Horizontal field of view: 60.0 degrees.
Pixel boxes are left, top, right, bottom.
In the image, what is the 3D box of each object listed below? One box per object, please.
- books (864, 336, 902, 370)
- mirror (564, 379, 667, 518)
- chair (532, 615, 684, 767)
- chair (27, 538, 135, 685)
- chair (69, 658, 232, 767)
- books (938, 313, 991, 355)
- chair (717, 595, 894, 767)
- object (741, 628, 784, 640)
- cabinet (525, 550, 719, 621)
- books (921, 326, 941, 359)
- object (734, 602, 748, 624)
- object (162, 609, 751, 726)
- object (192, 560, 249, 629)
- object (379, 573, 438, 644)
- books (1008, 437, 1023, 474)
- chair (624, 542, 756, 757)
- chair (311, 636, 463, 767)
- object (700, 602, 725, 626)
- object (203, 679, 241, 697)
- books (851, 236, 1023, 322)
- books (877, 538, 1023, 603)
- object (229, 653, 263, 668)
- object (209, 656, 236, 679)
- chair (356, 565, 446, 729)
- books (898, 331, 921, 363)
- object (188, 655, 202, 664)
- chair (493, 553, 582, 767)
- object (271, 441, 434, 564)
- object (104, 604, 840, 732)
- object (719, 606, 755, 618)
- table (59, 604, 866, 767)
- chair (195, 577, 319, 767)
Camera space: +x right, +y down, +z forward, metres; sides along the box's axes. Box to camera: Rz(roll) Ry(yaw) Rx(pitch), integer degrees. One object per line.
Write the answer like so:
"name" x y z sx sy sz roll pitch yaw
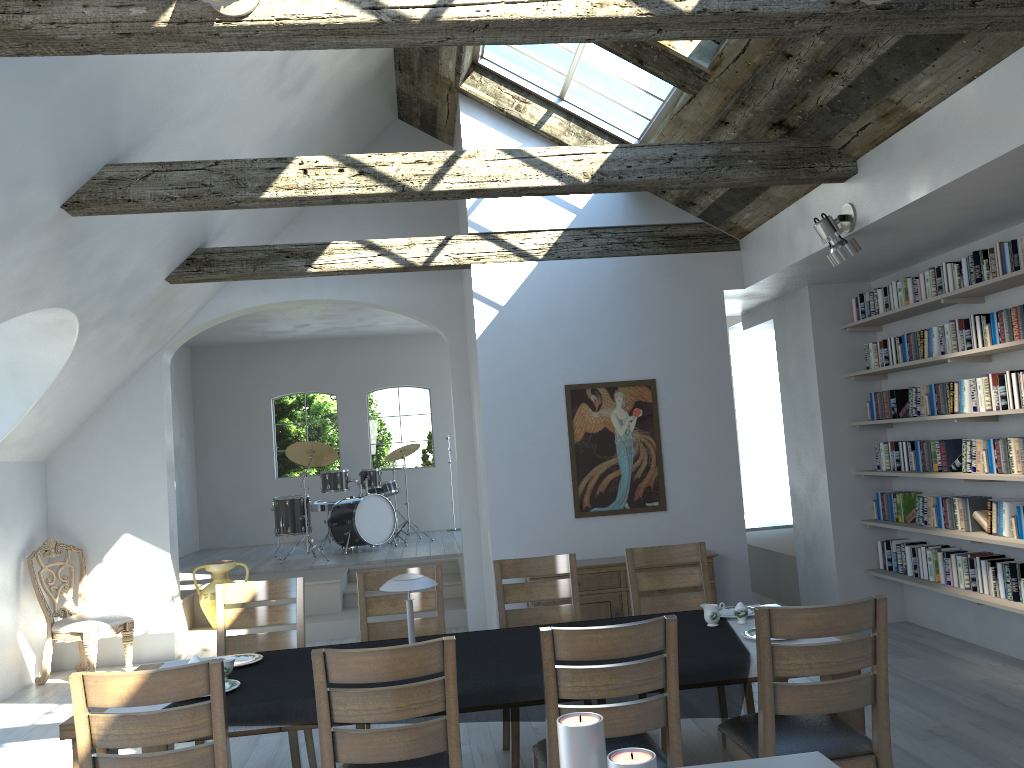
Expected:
"books" 2.960 -0.233 6.913 0.214 0.220 0.490 -4 -4 -6
"mirror" 0.819 0.505 7.005 0.736 1.047 0.009 -4 -4 -6
"chair" 0.334 1.318 3.185 0.514 1.006 0.605 -4 -4 -6
"chair" -3.557 1.848 7.334 0.655 1.159 0.552 -6 -5 19
"chair" -1.145 1.416 3.027 0.514 1.006 0.605 -4 -4 -6
"books" 3.063 -0.325 5.888 0.214 0.237 0.490 -4 -4 -6
"chair" 1.073 1.269 3.264 0.514 1.006 0.605 -4 -4 -6
"object" 1.089 1.051 3.720 0.250 0.017 0.253 -4 -4 -6
"cabinet" 0.828 1.693 6.735 1.481 0.714 0.383 -4 -4 -6
"books" 3.023 -0.289 6.261 0.189 0.228 0.249 -4 -4 -6
"object" 1.043 1.040 4.038 0.064 0.092 0.064 -2 -5 -29
"object" -0.125 1.272 3.826 2.456 0.227 1.073 -4 -4 -6
"object" -2.715 1.972 8.294 0.396 0.605 0.402 -8 -6 40
"object" -0.435 0.997 3.807 0.251 0.362 0.251 -6 -4 17
"books" 3.163 0.433 5.404 0.189 0.220 0.156 -4 -4 -6
"chair" 0.925 1.389 4.724 0.514 1.006 0.605 -4 -4 -6
"chair" -0.406 1.367 3.106 0.514 1.006 0.605 -4 -4 -6
"object" 0.913 1.047 4.033 0.100 0.098 0.071 -1 -5 -37
"object" -1.201 1.204 3.491 0.250 0.017 0.253 -4 -4 -6
"books" 3.047 -0.725 5.835 0.242 0.237 2.981 -4 -4 -6
"books" 3.194 1.238 5.680 0.242 0.237 2.981 -4 -4 -6
"object" -1.242 1.243 3.962 0.250 0.017 0.253 -4 -4 -6
"object" -1.215 1.188 3.693 0.124 0.081 0.130 -7 -5 36
"chair" -0.554 1.488 4.566 0.514 1.006 0.605 -4 -4 -6
"books" 2.998 -0.266 6.529 0.209 0.220 0.278 -4 -4 -8
"object" -1.342 1.197 3.759 0.064 0.092 0.064 -5 -4 12
"chair" 0.186 1.438 4.645 0.514 1.006 0.605 -4 -4 -6
"object" -2.177 1.410 11.237 1.465 1.383 2.354 -8 -5 38
"object" -0.134 1.200 3.828 2.872 0.077 1.050 -4 -4 -6
"object" 1.059 1.091 4.225 0.250 0.017 0.253 -4 -4 -6
"table" -0.127 1.533 3.797 3.078 0.737 0.939 -4 -4 -6
"chair" -1.293 1.537 4.487 0.514 1.006 0.605 -4 -4 -6
